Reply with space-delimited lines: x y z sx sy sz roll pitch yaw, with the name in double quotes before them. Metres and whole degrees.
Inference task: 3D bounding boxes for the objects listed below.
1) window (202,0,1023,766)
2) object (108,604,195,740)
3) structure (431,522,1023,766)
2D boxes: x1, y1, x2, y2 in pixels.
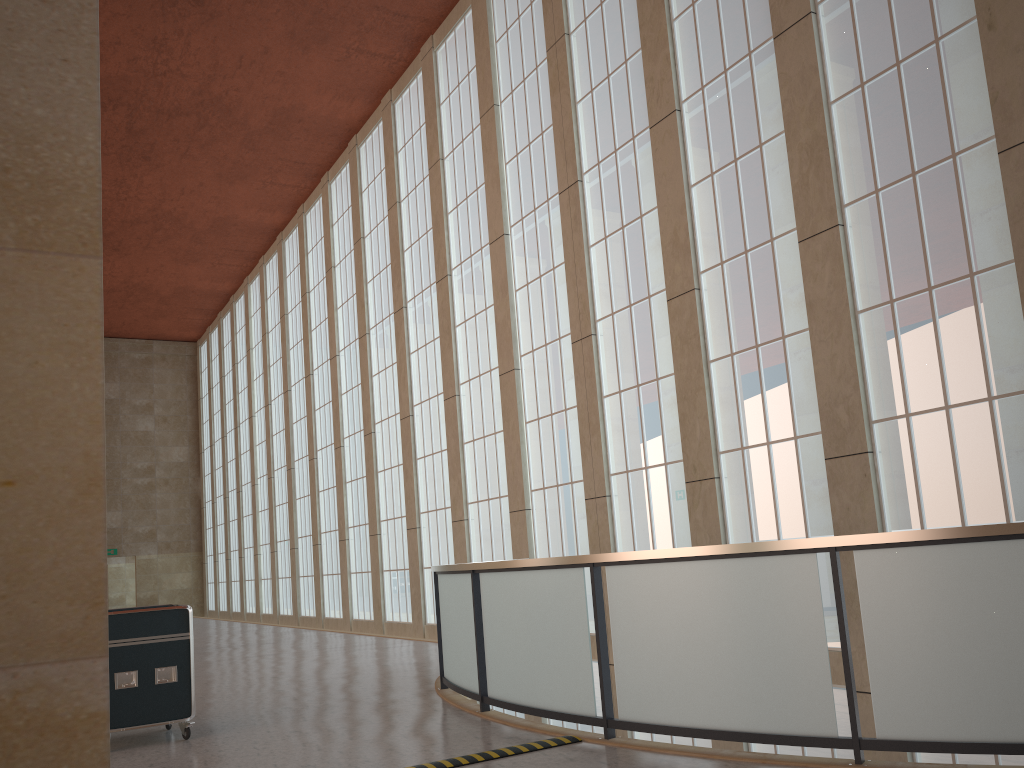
"window" -26.740 14.273 68.779 0.010 28.394 166.459 0 -12 -30
"object" -4.432 3.445 10.538 1.055 1.528 1.284 1 -10 -30
"structure" 2.499 2.810 10.509 5.254 1.779 13.184 5 -14 -40
